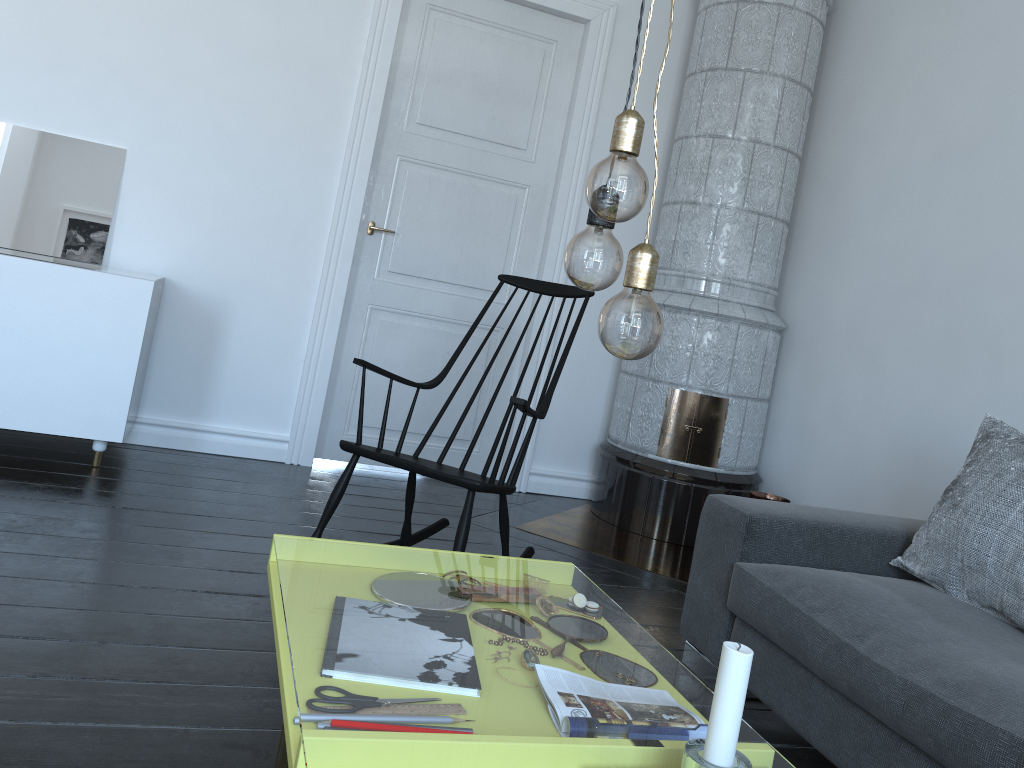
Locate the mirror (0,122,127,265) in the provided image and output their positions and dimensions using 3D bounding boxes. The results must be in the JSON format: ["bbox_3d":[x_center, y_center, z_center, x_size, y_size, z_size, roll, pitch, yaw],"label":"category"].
[{"bbox_3d":[-2.010,-0.803,3.626,0.691,0.504,0.054,10,-1,-18],"label":"mirror"}]

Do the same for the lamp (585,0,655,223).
[{"bbox_3d":[0.255,-0.927,1.055,0.075,1.501,0.073,10,-2,29],"label":"lamp"}]

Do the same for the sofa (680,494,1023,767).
[{"bbox_3d":[1.340,0.662,1.491,1.077,0.723,2.395,10,5,-19],"label":"sofa"}]

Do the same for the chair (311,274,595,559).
[{"bbox_3d":[-0.144,0.118,2.837,0.618,1.007,0.898,11,1,27],"label":"chair"}]

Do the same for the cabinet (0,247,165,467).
[{"bbox_3d":[-2.040,-0.151,3.339,1.193,0.737,0.594,10,1,-18],"label":"cabinet"}]

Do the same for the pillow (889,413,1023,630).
[{"bbox_3d":[1.504,0.455,1.467,0.476,0.491,2.071,10,5,-14],"label":"pillow"}]

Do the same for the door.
[{"bbox_3d":[-0.264,-0.780,4.240,1.162,2.481,0.116,11,-2,-18],"label":"door"}]

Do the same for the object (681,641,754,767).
[{"bbox_3d":[0.237,0.373,0.979,0.075,0.174,0.074,11,-1,17],"label":"object"}]

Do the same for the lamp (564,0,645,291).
[{"bbox_3d":[0.231,-0.854,1.117,0.075,1.501,0.085,10,-2,33],"label":"lamp"}]

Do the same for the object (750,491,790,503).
[{"bbox_3d":[1.101,0.631,3.846,0.174,0.281,0.174,11,0,-18],"label":"object"}]

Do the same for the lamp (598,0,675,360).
[{"bbox_3d":[0.260,-0.766,1.024,0.089,1.501,0.074,11,-2,6],"label":"lamp"}]

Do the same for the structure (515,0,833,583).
[{"bbox_3d":[0.903,-0.752,4.034,0.785,2.897,1.257,10,-1,27],"label":"structure"}]

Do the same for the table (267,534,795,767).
[{"bbox_3d":[0.016,0.617,1.037,0.596,0.399,1.414,10,5,-19],"label":"table"}]
